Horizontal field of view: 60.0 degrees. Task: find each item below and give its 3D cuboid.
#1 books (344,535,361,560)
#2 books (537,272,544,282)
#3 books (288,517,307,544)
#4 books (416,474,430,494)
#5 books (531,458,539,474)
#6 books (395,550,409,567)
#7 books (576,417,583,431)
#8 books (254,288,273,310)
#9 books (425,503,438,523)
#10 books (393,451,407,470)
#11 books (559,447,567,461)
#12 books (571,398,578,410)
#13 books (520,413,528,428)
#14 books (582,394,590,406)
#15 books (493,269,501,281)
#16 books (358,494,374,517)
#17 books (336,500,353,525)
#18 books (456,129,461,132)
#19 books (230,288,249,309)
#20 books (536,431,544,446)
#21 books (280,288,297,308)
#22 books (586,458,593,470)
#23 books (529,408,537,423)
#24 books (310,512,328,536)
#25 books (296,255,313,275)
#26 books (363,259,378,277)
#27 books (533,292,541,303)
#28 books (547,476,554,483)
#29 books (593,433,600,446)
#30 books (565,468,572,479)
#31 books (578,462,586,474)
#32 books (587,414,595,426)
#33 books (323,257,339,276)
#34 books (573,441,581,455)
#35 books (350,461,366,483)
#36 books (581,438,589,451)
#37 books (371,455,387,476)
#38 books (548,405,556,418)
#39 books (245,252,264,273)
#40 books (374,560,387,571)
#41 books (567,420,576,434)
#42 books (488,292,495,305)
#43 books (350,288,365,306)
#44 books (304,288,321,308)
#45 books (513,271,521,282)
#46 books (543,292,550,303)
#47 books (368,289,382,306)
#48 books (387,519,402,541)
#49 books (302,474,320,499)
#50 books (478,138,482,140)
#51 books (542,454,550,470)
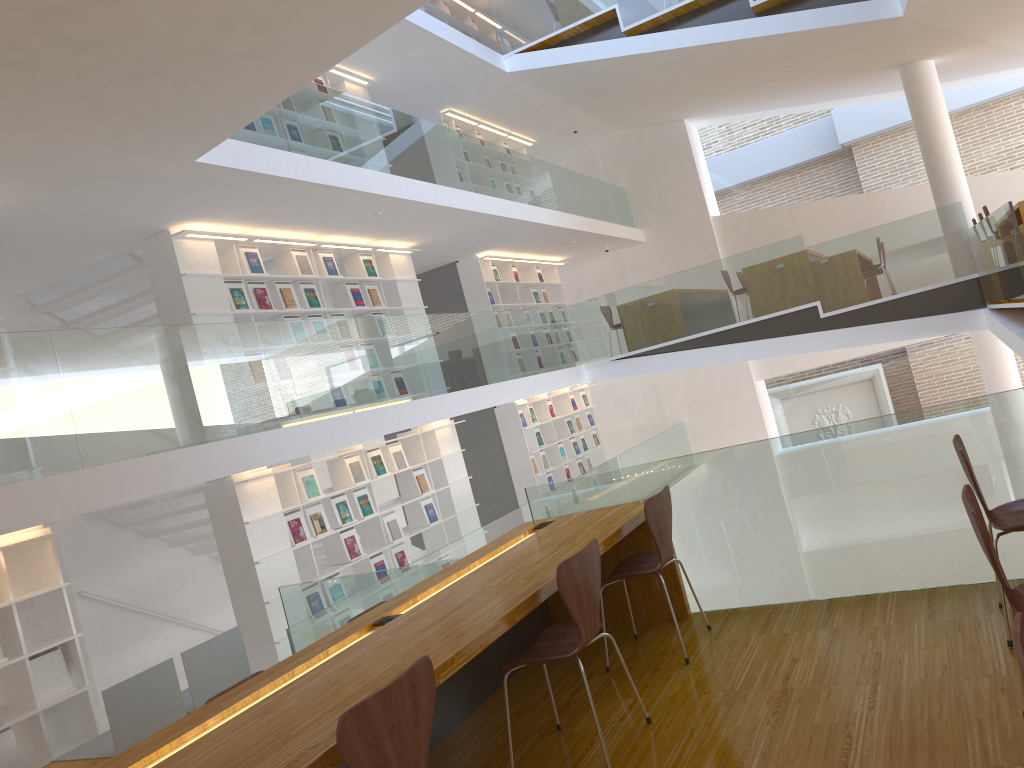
[{"bbox_3d":[-1.475,1.518,8.222,0.037,0.210,0.145,-15,-1,26],"label":"books"},{"bbox_3d":[0.459,-1.658,13.987,0.037,0.210,0.145,-15,-1,26],"label":"books"},{"bbox_3d":[-1.842,1.264,7.623,0.037,0.210,0.145,-15,-1,26],"label":"books"},{"bbox_3d":[-0.954,1.074,9.512,0.037,0.210,0.145,-15,-1,26],"label":"books"},{"bbox_3d":[0.302,1.129,12.152,0.037,0.210,0.145,-15,-1,26],"label":"books"},{"bbox_3d":[-1.090,1.777,8.856,0.037,0.210,0.145,-15,-1,26],"label":"books"},{"bbox_3d":[1.057,0.632,13.941,0.037,0.210,0.145,-15,-1,26],"label":"books"},{"bbox_3d":[-2.228,-0.762,7.951,0.037,0.210,0.145,-15,-1,26],"label":"books"},{"bbox_3d":[-0.861,1.389,9.519,0.037,0.210,0.145,-15,-1,26],"label":"books"},{"bbox_3d":[-1.161,0.802,9.237,0.037,0.210,0.145,-15,-1,26],"label":"books"},{"bbox_3d":[0.755,1.035,13.115,0.037,0.210,0.145,-15,-1,26],"label":"books"},{"bbox_3d":[0.977,0.327,13.947,0.037,0.210,0.145,-15,-1,26],"label":"books"},{"bbox_3d":[0.149,0.505,12.178,0.037,0.210,0.145,-15,-1,26],"label":"books"},{"bbox_3d":[1.203,0.272,14.431,0.037,0.210,0.145,-15,-1,26],"label":"books"},{"bbox_3d":[-0.221,-1.525,12.548,0.037,0.210,0.145,-15,-1,26],"label":"books"},{"bbox_3d":[-1.407,1.173,8.540,0.037,0.210,0.145,-15,-1,26],"label":"books"},{"bbox_3d":[-1.557,1.195,8.238,0.037,0.210,0.145,-15,-1,26],"label":"books"},{"bbox_3d":[-0.738,-3.508,12.587,0.037,0.210,0.145,-15,-1,26],"label":"books"},{"bbox_3d":[-2.357,-0.730,7.677,0.037,0.210,0.145,-15,-1,26],"label":"books"},{"bbox_3d":[0.391,0.781,12.515,0.037,0.210,0.145,-15,-1,26],"label":"books"},{"bbox_3d":[-2.081,-0.793,8.264,0.037,0.210,0.145,-15,-1,26],"label":"books"},{"bbox_3d":[1.220,1.272,13.914,0.037,0.210,0.145,-15,-1,26],"label":"books"},{"bbox_3d":[0.289,0.441,12.502,0.037,0.210,0.145,-15,-1,26],"label":"books"},{"bbox_3d":[-1.717,1.253,7.902,0.037,0.210,0.145,-15,-1,26],"label":"books"},{"bbox_3d":[-2.008,-1.147,8.596,0.037,0.210,0.145,-15,-1,26],"label":"books"},{"bbox_3d":[-1.534,-1.250,9.606,0.037,0.210,0.145,-15,-1,26],"label":"books"},{"bbox_3d":[0.390,-1.321,13.665,0.037,0.210,0.145,-15,-1,26],"label":"books"},{"bbox_3d":[0.560,1.409,12.511,0.037,0.210,0.145,-15,-1,26],"label":"books"},{"bbox_3d":[1.375,0.911,14.420,0.037,0.210,0.145,-15,-1,26],"label":"books"},{"bbox_3d":[0.838,1.352,13.109,0.037,0.210,0.145,-15,-1,26],"label":"books"},{"bbox_3d":[1.080,1.303,13.614,0.037,0.210,0.145,-15,-1,26],"label":"books"},{"bbox_3d":[1.291,0.597,14.423,0.037,0.210,0.145,-15,-1,26],"label":"books"},{"bbox_3d":[-1.831,-1.187,8.974,0.037,0.210,0.145,-15,-1,26],"label":"books"},{"bbox_3d":[0.996,0.989,13.617,0.037,0.210,0.145,-15,-1,26],"label":"books"},{"bbox_3d":[-1.488,0.853,8.553,0.037,0.210,0.145,-15,-1,26],"label":"books"},{"bbox_3d":[1.138,0.958,13.920,0.037,0.210,0.145,-15,-1,26],"label":"books"},{"bbox_3d":[-1.331,0.819,8.887,0.037,0.210,0.145,-15,-1,26],"label":"books"},{"bbox_3d":[0.593,0.411,13.128,0.037,0.210,0.145,-15,-1,26],"label":"books"},{"bbox_3d":[-2.308,-1.083,7.958,0.037,0.210,0.145,-15,-1,26],"label":"books"},{"bbox_3d":[-1.246,1.810,8.525,0.037,0.210,0.145,-15,-1,26],"label":"books"},{"bbox_3d":[0.909,0.664,13.625,0.037,0.210,0.145,-15,-1,26],"label":"books"},{"bbox_3d":[-0.292,-1.173,12.205,0.037,0.210,0.145,-15,-1,26],"label":"books"},{"bbox_3d":[-1.609,-0.899,9.270,0.037,0.210,0.145,-15,-1,26],"label":"books"},{"bbox_3d":[-1.928,-0.827,8.583,0.037,0.210,0.145,-15,-1,26],"label":"books"},{"bbox_3d":[0.074,-1.573,13.167,0.037,0.210,0.145,-15,-1,26],"label":"books"},{"bbox_3d":[0.539,-1.353,13.980,0.037,0.210,0.145,-15,-1,26],"label":"books"},{"bbox_3d":[-1.475,-0.926,9.555,0.037,0.210,0.145,-15,-1,26],"label":"books"},{"bbox_3d":[-1.168,1.465,8.862,0.037,0.210,0.145,-15,-1,26],"label":"books"},{"bbox_3d":[-1.789,0.919,7.912,0.037,0.210,0.145,-15,-1,26],"label":"books"},{"bbox_3d":[-0.443,-3.556,13.207,0.037,0.210,0.145,-15,-1,26],"label":"books"},{"bbox_3d":[0.468,1.103,12.495,0.037,0.210,0.145,-15,-1,26],"label":"books"}]
